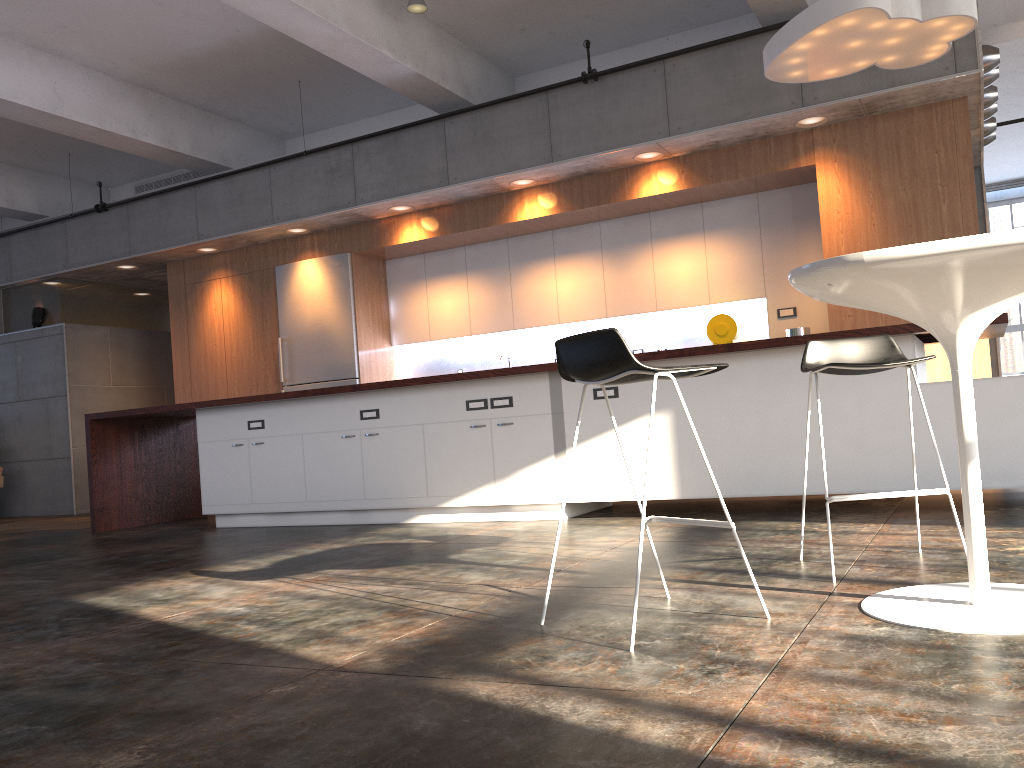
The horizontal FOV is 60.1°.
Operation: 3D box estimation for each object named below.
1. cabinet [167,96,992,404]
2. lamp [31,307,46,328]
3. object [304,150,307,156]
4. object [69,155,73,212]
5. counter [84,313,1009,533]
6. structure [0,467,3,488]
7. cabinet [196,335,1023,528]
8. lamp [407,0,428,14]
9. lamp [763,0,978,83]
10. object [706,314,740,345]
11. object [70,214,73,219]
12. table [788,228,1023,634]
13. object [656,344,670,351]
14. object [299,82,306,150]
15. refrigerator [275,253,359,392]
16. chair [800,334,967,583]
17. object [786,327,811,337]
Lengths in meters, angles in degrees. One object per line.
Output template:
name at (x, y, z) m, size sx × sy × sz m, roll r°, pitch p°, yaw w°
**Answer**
cabinet at (0.353, -0.419, 9.123) m, size 7.976 × 2.560 × 2.420 m, roll -6°, pitch -3°, yaw 27°
lamp at (-5.452, -0.757, 10.217) m, size 0.170 × 0.258 × 0.213 m, roll -5°, pitch -2°, yaw 9°
object at (0.736, -0.182, 8.100) m, size 0.061 × 0.053 × 0.053 m, roll -6°, pitch -3°, yaw 34°
object at (0.638, -0.217, 8.177) m, size 0.060 × 0.059 × 0.050 m, roll -3°, pitch -2°, yaw -28°
counter at (-0.235, 0.441, 6.201) m, size 6.548 × 0.970 × 1.161 m, roll -6°, pitch -3°, yaw 27°
structure at (-6.685, 0.952, 10.149) m, size 1.882 × 1.314 × 0.649 m, roll -5°, pitch -2°, yaw 27°
cabinet at (0.299, 0.416, 5.922) m, size 5.557 × 0.929 × 0.938 m, roll -6°, pitch -3°, yaw 27°
lamp at (-0.711, -2.886, 6.564) m, size 0.158 × 0.216 × 0.153 m, roll -3°, pitch -2°, yaw -25°
lamp at (2.097, -2.032, 5.242) m, size 1.092 × 0.130 × 0.997 m, roll -3°, pitch -3°, yaw -17°
object at (1.790, -0.399, 7.475) m, size 0.270 × 0.381 × 0.101 m, roll -5°, pitch -2°, yaw 27°
object at (0.729, -0.227, 8.081) m, size 0.052 × 0.051 × 0.064 m, roll -5°, pitch -3°, yaw 20°
table at (1.248, 0.140, 2.430) m, size 0.815 × 0.951 × 0.842 m, roll -5°, pitch -2°, yaw 27°
object at (1.368, -0.261, 7.986) m, size 0.142 × 0.209 × 0.061 m, roll -5°, pitch -2°, yaw 27°
object at (0.680, -0.181, 8.088) m, size 0.051 × 0.053 × 0.063 m, roll -3°, pitch -3°, yaw -25°
refrigerator at (-1.920, -0.160, 8.965) m, size 0.942 × 2.189 × 0.223 m, roll -5°, pitch -2°, yaw 24°
chair at (1.269, 0.265, 3.130) m, size 0.462 × 0.895 × 0.507 m, roll -4°, pitch -2°, yaw 4°
object at (2.290, -0.357, 7.074) m, size 0.192 × 0.170 × 0.189 m, roll -4°, pitch -2°, yaw -14°
